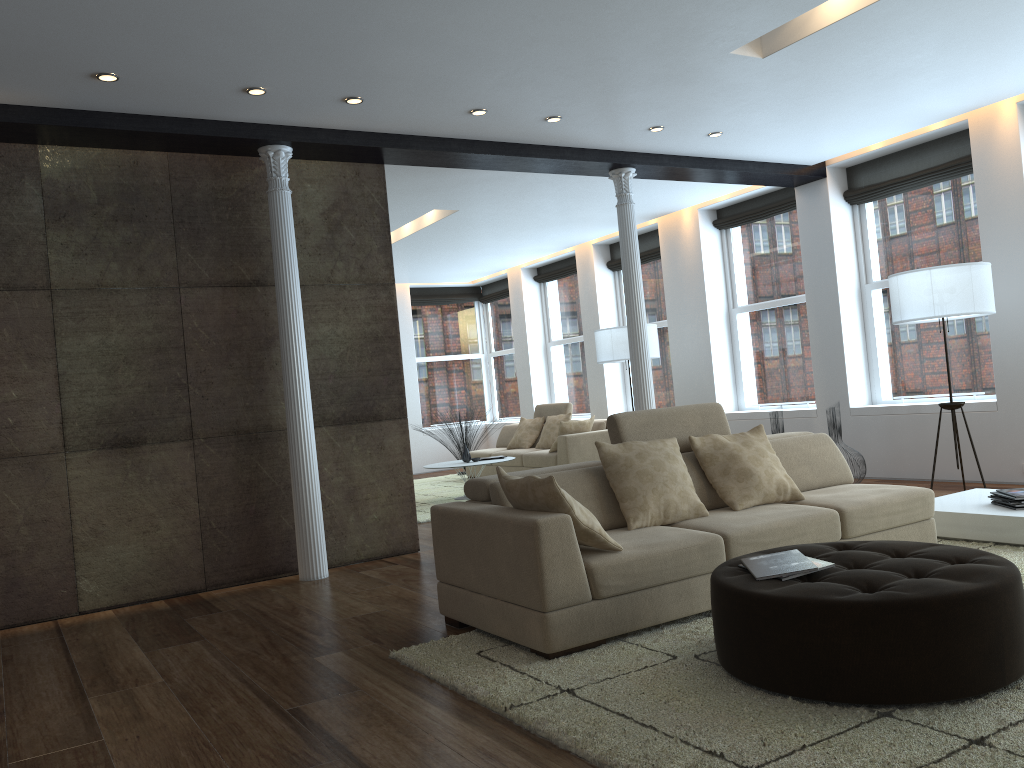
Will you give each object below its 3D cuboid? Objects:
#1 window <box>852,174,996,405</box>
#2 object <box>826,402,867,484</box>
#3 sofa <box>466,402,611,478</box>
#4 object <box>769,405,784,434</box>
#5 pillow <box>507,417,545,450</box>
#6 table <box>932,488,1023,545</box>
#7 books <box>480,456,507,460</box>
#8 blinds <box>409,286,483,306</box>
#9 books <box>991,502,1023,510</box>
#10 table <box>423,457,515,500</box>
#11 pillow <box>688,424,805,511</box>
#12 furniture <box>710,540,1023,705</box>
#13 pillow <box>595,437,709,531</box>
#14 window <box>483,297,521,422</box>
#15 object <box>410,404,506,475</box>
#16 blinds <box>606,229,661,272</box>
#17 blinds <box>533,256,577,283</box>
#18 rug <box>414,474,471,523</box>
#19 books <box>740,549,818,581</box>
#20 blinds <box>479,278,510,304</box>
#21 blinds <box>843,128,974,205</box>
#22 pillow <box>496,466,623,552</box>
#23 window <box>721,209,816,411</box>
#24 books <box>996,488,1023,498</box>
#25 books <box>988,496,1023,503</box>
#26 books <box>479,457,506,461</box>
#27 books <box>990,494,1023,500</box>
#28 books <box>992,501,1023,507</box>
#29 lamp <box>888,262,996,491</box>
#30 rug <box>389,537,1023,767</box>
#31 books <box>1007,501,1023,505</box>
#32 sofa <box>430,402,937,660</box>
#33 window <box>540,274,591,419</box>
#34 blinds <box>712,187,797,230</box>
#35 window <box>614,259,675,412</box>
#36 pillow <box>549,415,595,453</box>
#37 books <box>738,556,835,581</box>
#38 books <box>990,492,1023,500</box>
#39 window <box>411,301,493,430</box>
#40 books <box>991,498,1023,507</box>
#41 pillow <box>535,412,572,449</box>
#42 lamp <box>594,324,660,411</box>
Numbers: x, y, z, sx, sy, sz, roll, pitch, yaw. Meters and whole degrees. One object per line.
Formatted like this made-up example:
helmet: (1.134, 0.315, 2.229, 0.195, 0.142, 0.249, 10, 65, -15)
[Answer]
window: (3.779, -0.957, 8.044, 0.123, 2.400, 1.432, -5, -1, -31)
object: (2.902, 0.541, 7.933, 0.458, 0.781, 0.458, -5, -1, -31)
sofa: (0.394, 0.739, 11.395, 1.018, 0.950, 2.581, -5, -1, -31)
object: (2.480, 0.584, 8.223, 0.458, 0.781, 0.458, -5, -1, -31)
pillow: (0.194, 0.643, 11.715, 0.368, 0.416, 0.519, -5, -1, -35)
table: (2.949, 0.787, 5.301, 0.900, 0.170, 0.900, -5, -1, -31)
books: (-0.227, 0.827, 9.942, 0.300, 0.010, 0.220, -5, -1, -16)
blinds: (-1.128, -1.463, 14.695, 1.442, 0.312, 0.155, -5, -1, -31)
books: (2.945, 0.694, 5.115, 0.220, 0.010, 0.300, -5, -1, 4)
table: (-0.452, 1.057, 9.786, 1.022, 0.393, 1.022, -6, -1, 14)
pillow: (1.257, 0.448, 4.807, 0.519, 0.416, 0.368, -5, -1, -26)
furniture: (1.269, 0.824, 3.232, 1.057, 0.355, 1.057, -5, -1, -29)
pillow: (0.714, 0.484, 4.500, 0.534, 0.439, 0.301, -5, -1, -27)
window: (2.196, 0.007, 22.913, 34.761, 17.917, 13.698, -5, -1, -31)
object: (-0.711, 0.813, 12.845, 1.119, 1.014, 1.125, -5, -1, -44)
blinds: (1.663, -1.731, 11.362, 0.156, 0.393, 1.342, -5, -1, -31)
blinds: (0.749, -1.683, 12.903, 0.156, 0.275, 1.442, -5, -1, -31)
rug: (-0.657, 1.296, 10.759, 2.972, 0.020, 4.231, -5, -1, -31)
books: (0.980, 0.666, 3.274, 0.220, 0.040, 0.301, -5, -1, 4)
blinds: (-0.170, -1.549, 14.465, 0.156, 0.327, 1.377, -5, -1, -31)
blinds: (3.618, -1.961, 8.018, 0.183, 0.395, 1.431, -5, -1, -31)
pillow: (0.186, 0.548, 3.906, 0.395, 0.393, 0.518, -5, -1, -27)
window: (2.861, -0.849, 9.601, 0.123, 2.400, 1.391, -5, -1, -31)
books: (2.964, 0.624, 5.114, 0.220, 0.010, 0.300, -6, -1, 9)
books: (2.942, 0.655, 5.116, 0.220, 0.010, 0.300, -5, -1, -6)
books: (-0.228, 0.836, 9.917, 0.300, 0.010, 0.220, -5, -1, 4)
books: (2.966, 0.644, 5.114, 0.220, 0.010, 0.300, -5, -1, -16)
books: (2.969, 0.682, 5.113, 0.220, 0.010, 0.300, -5, -1, -11)
lamp: (3.266, 0.009, 6.616, 0.698, 1.728, 0.698, -5, -1, -7)
rug: (2.030, 0.946, 3.699, 4.231, 0.020, 2.972, -5, -1, -31)
books: (2.968, 0.663, 5.113, 0.220, 0.010, 0.300, -6, -1, 19)
sofa: (0.951, 0.593, 4.616, 2.581, 0.950, 1.021, -5, -1, -31)
window: (0.902, -0.619, 12.922, 0.123, 2.400, 1.444, -5, -1, -31)
blinds: (2.706, -1.914, 9.585, 0.156, 0.275, 1.396, -5, -1, -31)
window: (1.812, -0.726, 11.379, 0.123, 2.400, 1.345, -5, -1, -31)
pillow: (0.705, 0.588, 10.409, 0.518, 0.393, 0.395, -5, -1, -34)
books: (1.007, 0.671, 3.273, 0.219, 0.031, 0.300, -5, -1, -16)
books: (2.940, 0.636, 5.116, 0.220, 0.010, 0.300, -5, -1, 4)
window: (-1.060, -0.408, 14.762, 1.474, 2.400, 0.123, -5, -1, -31)
books: (2.943, 0.675, 5.115, 0.220, 0.010, 0.300, -5, -1, 4)
pillow: (0.521, 0.594, 11.184, 0.301, 0.439, 0.534, -5, -1, -34)
lamp: (1.345, 0.234, 9.874, 0.698, 1.728, 0.698, -5, -1, -7)
